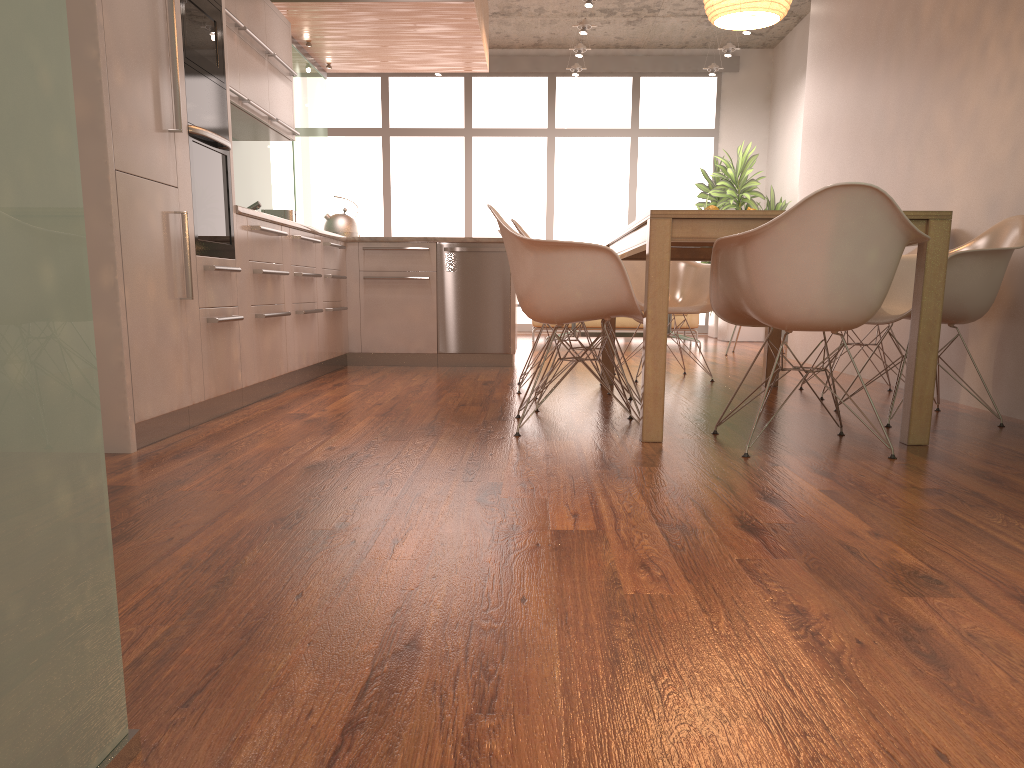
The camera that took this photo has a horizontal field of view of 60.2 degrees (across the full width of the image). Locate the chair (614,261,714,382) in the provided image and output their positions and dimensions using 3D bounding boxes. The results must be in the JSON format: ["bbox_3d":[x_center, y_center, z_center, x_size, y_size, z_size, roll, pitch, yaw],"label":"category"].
[{"bbox_3d":[0.951,-0.474,5.562,0.682,0.876,0.634,-2,10,-13],"label":"chair"}]

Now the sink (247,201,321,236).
[{"bbox_3d":[-1.557,-1.002,5.786,0.616,0.389,0.633,1,7,2],"label":"sink"}]

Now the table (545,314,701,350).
[{"bbox_3d":[1.077,-0.640,8.585,1.871,0.570,0.925,1,7,2],"label":"table"}]

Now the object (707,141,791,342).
[{"bbox_3d":[2.620,-1.531,9.700,0.967,2.143,1.061,3,11,14],"label":"object"}]

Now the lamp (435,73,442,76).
[{"bbox_3d":[-0.825,-3.734,9.952,0.197,0.491,0.132,-6,13,-30],"label":"lamp"}]

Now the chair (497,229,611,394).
[{"bbox_3d":[0.238,-0.404,4.851,0.642,0.876,0.673,0,9,-4],"label":"chair"}]

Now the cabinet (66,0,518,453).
[{"bbox_3d":[-0.960,-1.125,4.759,1.914,2.314,4.178,1,7,1],"label":"cabinet"}]

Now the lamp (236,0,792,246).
[{"bbox_3d":[-0.291,-1.576,5.247,3.216,1.371,3.020,1,7,2],"label":"lamp"}]

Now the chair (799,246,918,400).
[{"bbox_3d":[1.897,-0.369,4.630,0.643,0.876,0.673,1,9,1],"label":"chair"}]

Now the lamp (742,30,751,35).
[{"bbox_3d":[2.216,-3.534,8.253,0.197,0.491,0.132,-6,13,-30],"label":"lamp"}]

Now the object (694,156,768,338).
[{"bbox_3d":[2.622,-1.601,10.363,1.080,2.143,0.950,4,11,19],"label":"object"}]

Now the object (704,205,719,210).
[{"bbox_3d":[0.859,-0.731,3.795,0.082,0.073,0.079,-3,9,-22],"label":"object"}]

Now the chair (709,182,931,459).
[{"bbox_3d":[1.017,-0.206,3.030,0.683,0.876,0.632,0,9,-4],"label":"chair"}]

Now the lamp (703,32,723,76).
[{"bbox_3d":[2.256,-3.704,9.860,0.197,0.491,0.132,-6,13,-30],"label":"lamp"}]

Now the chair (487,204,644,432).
[{"bbox_3d":[0.222,-0.265,3.478,0.642,0.864,0.673,0,9,-4],"label":"chair"}]

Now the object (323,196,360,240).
[{"bbox_3d":[-1.249,-1.211,6.440,0.262,0.310,0.258,3,10,18],"label":"object"}]

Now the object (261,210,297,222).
[{"bbox_3d":[-1.698,-1.167,6.471,0.237,0.206,0.151,1,9,2],"label":"object"}]

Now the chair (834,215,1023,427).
[{"bbox_3d":[1.810,-0.280,3.772,0.642,0.876,0.674,-1,9,-9],"label":"chair"}]

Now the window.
[{"bbox_3d":[-1.563,-2.327,11.034,8.561,3.341,0.061,1,11,2],"label":"window"}]

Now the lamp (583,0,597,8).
[{"bbox_3d":[0.665,-3.465,7.496,0.197,0.491,0.132,-6,13,-30],"label":"lamp"}]

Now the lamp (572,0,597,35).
[{"bbox_3d":[0.685,-3.549,8.299,0.197,0.491,0.132,-6,13,-30],"label":"lamp"}]

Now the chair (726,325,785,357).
[{"bbox_3d":[2.168,-0.709,7.674,0.561,0.917,0.534,4,11,21],"label":"chair"}]

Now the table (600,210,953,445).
[{"bbox_3d":[1.011,-0.297,4.115,1.026,0.823,2.041,1,7,1],"label":"table"}]

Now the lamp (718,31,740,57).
[{"bbox_3d":[2.236,-3.619,9.057,0.197,0.491,0.132,-6,13,-30],"label":"lamp"}]

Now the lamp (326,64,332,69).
[{"bbox_3d":[-1.725,-3.217,8.301,0.102,0.479,0.151,-5,12,-26],"label":"lamp"}]

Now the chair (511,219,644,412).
[{"bbox_3d":[0.312,-0.330,4.155,0.642,0.876,0.673,0,9,-4],"label":"chair"}]

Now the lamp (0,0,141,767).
[{"bbox_3d":[0.706,-1.528,3.255,0.445,3.456,8.092,4,8,20],"label":"lamp"}]

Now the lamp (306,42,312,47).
[{"bbox_3d":[-1.744,-3.139,7.554,0.102,0.479,0.151,-5,12,-26],"label":"lamp"}]

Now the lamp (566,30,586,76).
[{"bbox_3d":[0.725,-3.719,9.906,0.197,0.491,0.132,-6,13,-30],"label":"lamp"}]

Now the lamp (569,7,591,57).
[{"bbox_3d":[0.705,-3.634,9.102,0.197,0.491,0.132,-6,13,-30],"label":"lamp"}]

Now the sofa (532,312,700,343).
[{"bbox_3d":[1.119,-0.911,9.811,1.801,0.853,0.864,1,9,2],"label":"sofa"}]

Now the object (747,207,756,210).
[{"bbox_3d":[1.064,-0.741,3.921,0.074,0.095,0.074,2,9,9],"label":"object"}]
